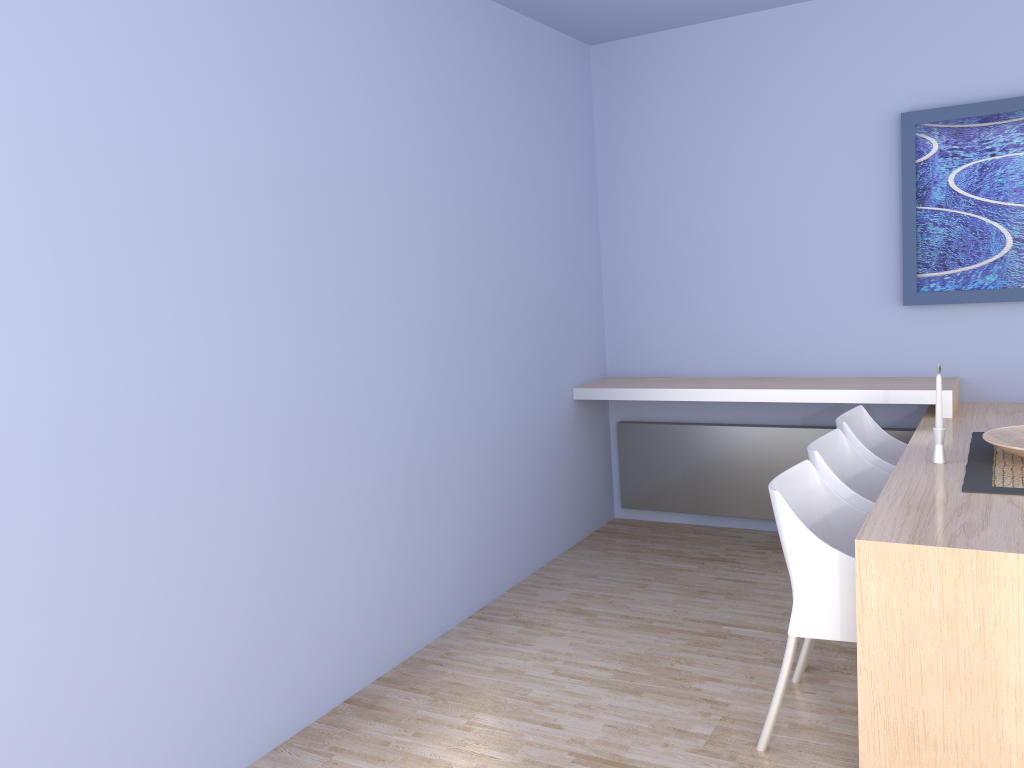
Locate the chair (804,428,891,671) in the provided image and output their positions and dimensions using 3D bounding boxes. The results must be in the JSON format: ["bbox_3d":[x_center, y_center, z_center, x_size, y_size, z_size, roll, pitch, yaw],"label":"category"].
[{"bbox_3d":[1.322,0.593,3.204,0.486,0.793,0.510,0,8,30],"label":"chair"}]

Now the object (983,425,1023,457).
[{"bbox_3d":[1.853,0.218,2.966,0.493,0.081,0.493,-10,9,-41],"label":"object"}]

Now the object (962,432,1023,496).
[{"bbox_3d":[1.858,0.260,2.968,0.594,0.005,0.986,0,8,29],"label":"object"}]

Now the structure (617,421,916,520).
[{"bbox_3d":[2.301,0.473,4.176,3.843,0.503,0.064,0,8,30],"label":"structure"}]

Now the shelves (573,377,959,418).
[{"bbox_3d":[2.149,0.413,4.043,3.901,0.840,0.463,0,8,30],"label":"shelves"}]

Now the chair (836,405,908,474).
[{"bbox_3d":[1.605,0.515,3.697,0.486,0.793,0.510,0,8,30],"label":"chair"}]

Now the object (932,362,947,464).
[{"bbox_3d":[1.473,0.099,3.059,0.045,0.349,0.045,-6,7,-18],"label":"object"}]

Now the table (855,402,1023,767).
[{"bbox_3d":[1.926,0.603,3.107,1.002,0.718,2.340,0,8,30],"label":"table"}]

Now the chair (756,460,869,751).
[{"bbox_3d":[1.039,0.672,2.710,0.486,0.793,0.510,0,8,30],"label":"chair"}]

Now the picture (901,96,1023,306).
[{"bbox_3d":[2.404,-0.823,3.913,1.252,0.901,0.049,0,8,30],"label":"picture"}]
